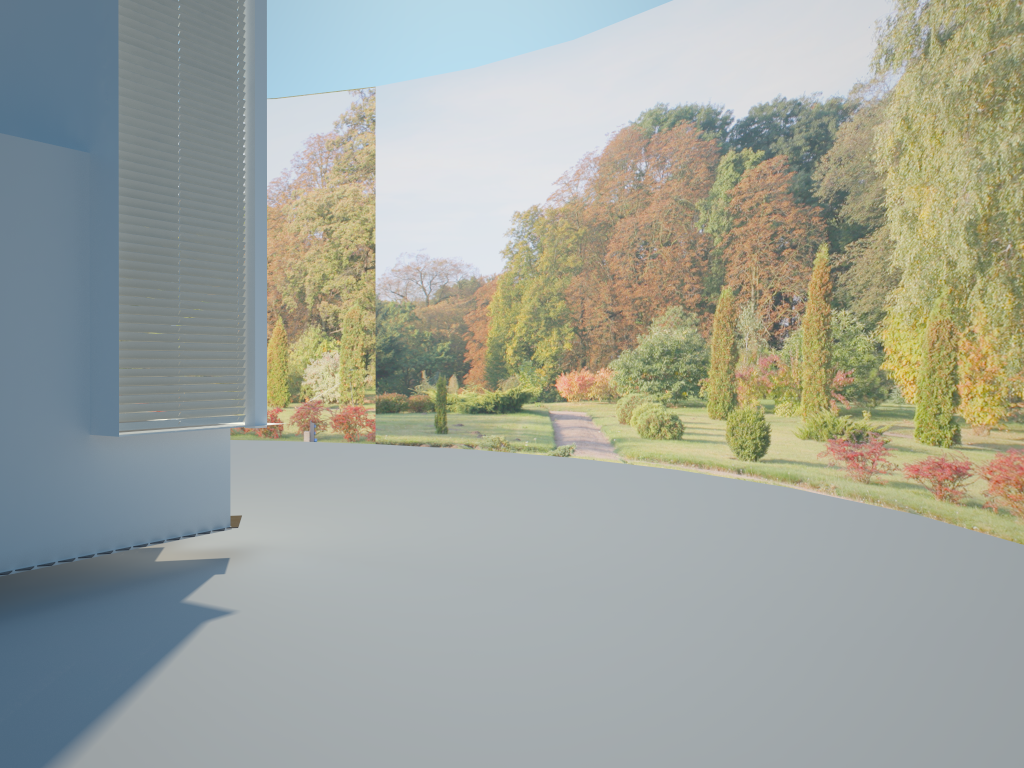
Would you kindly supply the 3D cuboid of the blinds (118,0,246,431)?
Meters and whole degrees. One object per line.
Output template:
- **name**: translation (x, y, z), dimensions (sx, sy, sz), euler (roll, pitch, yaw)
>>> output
- **blinds**: translation (-3.441, -1.850, 7.663), dimensions (1.219, 4.265, 3.918), euler (0, 1, -40)
